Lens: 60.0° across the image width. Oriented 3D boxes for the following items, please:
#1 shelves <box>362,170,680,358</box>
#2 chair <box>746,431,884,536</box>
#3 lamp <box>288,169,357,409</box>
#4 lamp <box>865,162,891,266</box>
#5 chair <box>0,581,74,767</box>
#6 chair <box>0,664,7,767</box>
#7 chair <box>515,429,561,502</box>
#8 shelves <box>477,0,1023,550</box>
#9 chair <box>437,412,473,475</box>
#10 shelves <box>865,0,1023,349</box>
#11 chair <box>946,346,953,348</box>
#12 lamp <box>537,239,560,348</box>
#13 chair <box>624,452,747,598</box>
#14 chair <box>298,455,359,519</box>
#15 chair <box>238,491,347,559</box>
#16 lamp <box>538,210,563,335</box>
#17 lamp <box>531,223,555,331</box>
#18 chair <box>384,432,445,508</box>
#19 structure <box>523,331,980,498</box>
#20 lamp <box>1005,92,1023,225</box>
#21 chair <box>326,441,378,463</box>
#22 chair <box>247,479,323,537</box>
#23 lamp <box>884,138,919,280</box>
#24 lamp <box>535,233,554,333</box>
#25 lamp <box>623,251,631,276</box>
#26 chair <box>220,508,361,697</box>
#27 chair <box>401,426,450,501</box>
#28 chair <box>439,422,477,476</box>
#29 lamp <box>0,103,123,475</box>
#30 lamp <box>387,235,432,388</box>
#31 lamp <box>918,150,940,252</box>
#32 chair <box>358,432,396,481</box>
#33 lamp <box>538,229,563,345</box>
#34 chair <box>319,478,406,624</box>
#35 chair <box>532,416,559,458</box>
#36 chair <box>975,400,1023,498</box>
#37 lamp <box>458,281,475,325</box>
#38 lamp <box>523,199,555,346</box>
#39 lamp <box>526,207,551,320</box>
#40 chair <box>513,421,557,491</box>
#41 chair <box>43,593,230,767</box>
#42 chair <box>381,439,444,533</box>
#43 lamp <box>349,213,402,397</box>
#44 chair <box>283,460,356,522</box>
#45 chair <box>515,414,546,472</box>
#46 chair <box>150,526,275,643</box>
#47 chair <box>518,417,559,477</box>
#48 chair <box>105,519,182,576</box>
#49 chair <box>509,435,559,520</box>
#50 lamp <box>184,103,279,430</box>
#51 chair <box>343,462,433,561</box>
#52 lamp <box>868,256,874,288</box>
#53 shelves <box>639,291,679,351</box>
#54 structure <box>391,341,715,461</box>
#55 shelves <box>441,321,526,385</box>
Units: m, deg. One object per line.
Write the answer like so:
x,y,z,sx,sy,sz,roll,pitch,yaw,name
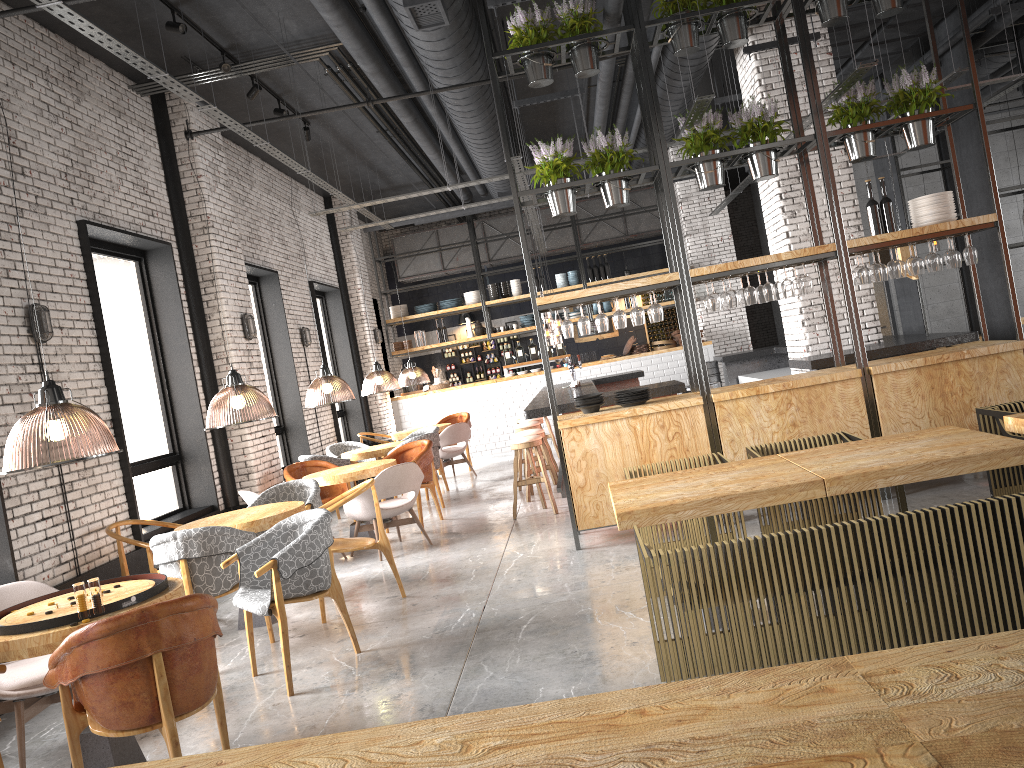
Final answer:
0.273,-2.506,16.573,5.675,3.066,0.598,-10,0,4,shelves
1.926,0.741,5.643,0.656,0.730,0.639,-10,1,7,chair
-2.034,-0.983,8.882,0.537,2.405,0.535,-11,0,-44,lamp
3.850,-1.886,9.461,0.127,1.395,0.127,-10,0,4,lamp
-2.534,1.514,4.751,0.801,0.850,0.772,-9,1,44,chair
-2.471,1.503,3.571,0.611,0.921,0.645,-10,1,31,chair
0.264,0.913,10.114,0.481,0.805,0.438,-10,1,-17,chair
1.883,-1.469,7.181,3.658,5.018,0.690,-10,0,4,shelves
-0.854,0.941,14.172,0.680,0.929,0.645,-10,1,27,chair
5.796,-2.565,10.226,1.003,4.366,6.150,-10,1,4,shelves
6.351,-0.213,11.927,0.657,0.730,0.639,-10,1,5,chair
0.503,-1.314,12.741,0.108,1.599,0.108,-10,0,36,lamp
1.115,0.886,5.688,0.657,0.730,0.639,-10,1,5,chair
-2.258,1.279,10.805,0.645,0.929,0.680,-11,1,-41,chair
-2.116,1.346,8.436,0.804,0.850,0.769,-11,1,-36,chair
0.429,-1.286,10.177,0.108,1.461,0.108,-10,0,-24,lamp
0.332,-1.437,10.805,0.108,1.599,0.108,-10,0,36,lamp
-1.103,1.072,10.773,0.682,0.929,0.642,-11,1,-41,chair
2.485,0.116,11.275,4.309,1.533,5.879,-10,1,4,structure
5.809,-2.601,10.196,0.108,1.599,0.108,-10,0,-39,lamp
-2.107,1.227,11.794,0.682,0.929,0.642,-11,1,-41,chair
-1.781,1.281,7.316,0.680,0.929,0.644,-10,1,14,chair
3.818,-1.787,8.812,0.127,1.546,0.127,-10,0,4,lamp
0.427,-1.488,12.152,0.108,1.599,0.108,-10,0,36,lamp
2.497,-2.440,19.258,0.390,0.937,0.390,-10,0,7,lamp
-1.240,1.237,5.168,0.645,0.929,0.680,-11,1,-36,chair
-1.156,1.055,11.793,0.645,0.929,0.680,-11,1,-41,chair
-0.932,1.016,13.074,0.772,0.850,0.801,-11,1,-36,chair
-2.361,-0.807,4.235,0.537,2.405,0.535,-11,0,-44,lamp
-1.706,-1.159,13.557,0.537,2.405,0.535,-11,0,-44,lamp
5.992,-2.699,12.805,0.108,1.599,0.108,-10,0,36,lamp
-2.059,1.173,13.739,0.643,0.921,0.613,-10,1,11,chair
0.469,-1.307,11.497,0.108,1.599,0.108,-10,0,-14,lamp
-1.171,1.195,6.515,0.644,0.921,0.612,-10,1,-4,chair
0.385,0.774,13.564,0.439,0.805,0.480,-10,1,-27,chair
3.438,0.472,5.542,0.657,0.730,0.639,-10,1,3,chair
-1.080,-1.804,19.554,0.390,0.937,0.390,-10,0,7,lamp
0.245,-1.176,9.073,0.108,1.599,0.108,-10,0,36,lamp
0.230,-1.490,9.610,0.108,1.599,0.108,-10,0,36,lamp
0.198,0.874,10.917,0.439,0.805,0.480,-10,1,-22,chair
-1.429,1.313,3.523,0.682,0.929,0.643,-11,1,-33,chair
-1.031,1.092,9.467,0.680,0.929,0.645,-10,1,42,chair
-1.868,-1.072,11.245,0.537,2.405,0.535,-11,0,-44,lamp
-2.063,1.278,9.448,0.682,0.929,0.642,-11,1,-43,chair
0.278,0.817,12.610,0.481,0.805,0.438,-10,1,-22,chair
-1.989,1.358,5.717,0.681,0.929,0.644,-10,1,4,chair
0.289,0.834,11.869,0.438,0.805,0.481,-10,1,43,chair
-2.717,1.468,6.719,0.643,0.921,0.613,-10,1,11,chair
0.221,0.920,8.946,0.481,0.805,0.438,-11,1,-37,chair
-2.200,-0.893,6.520,0.537,2.405,0.535,-11,0,-44,lamp
-1.166,1.177,8.363,0.772,0.850,0.801,-11,1,-36,chair
3.909,-1.836,10.110,0.127,1.546,0.127,-10,0,4,lamp
3.383,-1.125,19.326,0.889,2.148,0.251,-10,0,4,shelves
0.834,0.384,16.510,5.798,1.346,1.511,-10,1,4,structure
-0.633,-0.518,19.665,1.760,1.482,0.157,-10,0,4,shelves
